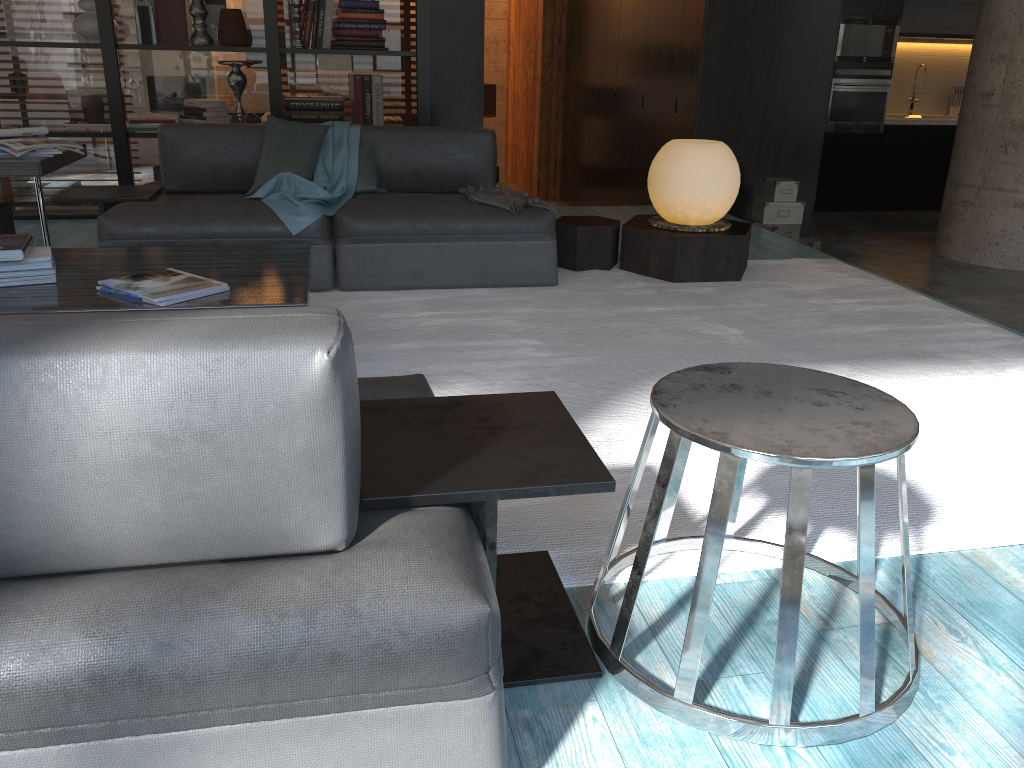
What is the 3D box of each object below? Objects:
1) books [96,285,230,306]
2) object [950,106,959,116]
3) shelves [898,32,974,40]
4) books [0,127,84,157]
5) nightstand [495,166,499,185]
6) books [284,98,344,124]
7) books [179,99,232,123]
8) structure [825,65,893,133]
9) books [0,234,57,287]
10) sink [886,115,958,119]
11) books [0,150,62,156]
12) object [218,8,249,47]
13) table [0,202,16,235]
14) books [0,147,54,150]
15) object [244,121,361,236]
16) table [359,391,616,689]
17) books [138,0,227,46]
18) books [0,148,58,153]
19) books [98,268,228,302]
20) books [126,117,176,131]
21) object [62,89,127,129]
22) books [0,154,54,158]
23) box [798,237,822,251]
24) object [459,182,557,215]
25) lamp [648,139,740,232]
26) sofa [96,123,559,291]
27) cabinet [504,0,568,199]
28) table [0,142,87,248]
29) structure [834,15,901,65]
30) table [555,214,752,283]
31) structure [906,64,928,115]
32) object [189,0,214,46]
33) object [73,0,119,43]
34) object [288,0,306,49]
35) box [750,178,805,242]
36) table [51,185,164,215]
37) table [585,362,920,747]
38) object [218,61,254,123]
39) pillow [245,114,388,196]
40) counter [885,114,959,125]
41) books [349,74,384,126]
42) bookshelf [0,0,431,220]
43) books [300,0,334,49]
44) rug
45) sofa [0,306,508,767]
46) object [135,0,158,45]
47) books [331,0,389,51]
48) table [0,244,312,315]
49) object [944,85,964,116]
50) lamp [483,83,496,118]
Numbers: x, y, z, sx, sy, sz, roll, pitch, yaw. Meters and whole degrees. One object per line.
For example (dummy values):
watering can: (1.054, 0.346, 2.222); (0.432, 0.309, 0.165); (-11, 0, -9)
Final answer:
books: (-1.094, -0.301, 2.785); (0.318, 0.011, 0.252); (14, 24, 30)
object: (5.081, -3.138, 10.189); (0.092, 0.117, 0.092); (12, 23, 25)
shelves: (5.886, -3.923, 10.097); (4.362, 0.043, 0.403); (-3, 21, -11)
books: (-2.135, -1.068, 3.932); (0.273, 0.109, 0.322); (12, 23, 26)
nightstand: (-0.504, -2.480, 10.596); (0.617, 0.230, 0.711); (8, 21, 17)
books: (-1.335, -1.822, 5.995); (0.393, 0.197, 0.274); (-3, 21, -11)
books: (-1.998, -1.756, 5.784); (0.306, 0.188, 0.257); (20, 27, 40)
structure: (3.509, -3.004, 9.332); (0.664, 0.651, 0.649); (-3, 21, -11)
books: (-1.662, -0.401, 2.868); (0.322, 0.116, 0.279); (-9, 23, -25)
sink: (4.603, -2.929, 9.941); (0.890, 0.134, 0.458); (-3, 21, -11)
books: (-2.187, -1.029, 3.922); (0.318, 0.011, 0.252); (-12, 24, -33)
object: (-1.806, -2.299, 5.733); (0.190, 0.230, 0.189); (14, 24, 31)
table: (-2.436, -0.630, 4.005); (0.365, 0.340, 0.316); (-16, 26, -39)
books: (-2.213, -1.052, 3.919); (0.318, 0.011, 0.252); (-10, 23, -28)
object: (-0.944, -1.034, 4.312); (0.444, 0.438, 0.985); (7, 21, 14)
table: (-0.078, 0.278, 1.668); (0.413, 0.390, 0.420); (-3, 21, -11)
books: (-2.141, -2.362, 5.769); (0.547, 0.299, 0.147); (-3, 21, -11)
books: (-2.205, -1.041, 3.923); (0.318, 0.011, 0.252); (-12, 24, -33)
books: (-1.097, -0.314, 2.789); (0.318, 0.011, 0.252); (16, 25, 35)
books: (-2.322, -1.679, 5.728); (0.319, 0.068, 0.231); (-6, 22, -19)
object: (-2.716, -1.788, 5.759); (0.335, 0.231, 0.284); (-3, 21, -11)
books: (-2.203, -1.018, 3.922); (0.318, 0.011, 0.252); (-8, 22, -24)
box: (2.111, -0.973, 6.415); (0.187, 0.140, 0.172); (18, 26, 38)
object: (-0.021, -0.866, 4.311); (0.429, 0.185, 0.433); (-4, 21, -15)
lamp: (0.923, -1.022, 4.517); (0.462, 0.417, 0.462); (7, 21, 15)
sofa: (-0.871, -0.914, 4.384); (2.063, 0.680, 1.019); (-3, 21, -11)
cabinet: (0.254, -3.806, 10.220); (0.267, 3.018, 1.907); (-3, 21, -11)
table: (-2.486, -0.804, 4.162); (0.800, 0.570, 0.800); (-3, 21, -11)
structure: (3.513, -3.550, 9.178); (0.659, 0.450, 0.612); (-3, 21, -11)
table: (0.746, -0.711, 4.599); (1.044, 0.230, 0.616); (-3, 21, -11)
structure: (4.588, -3.303, 9.964); (0.125, 0.559, 0.269); (-3, 21, -11)
object: (-1.991, -2.385, 5.636); (0.192, 0.447, 0.191); (16, 25, 33)
object: (-2.620, -2.362, 5.548); (0.265, 0.432, 0.265); (14, 24, 30)
object: (-1.358, -2.275, 5.587); (0.099, 0.301, 0.099); (-5, 21, -16)
box: (1.823, -1.181, 6.090); (0.331, 0.441, 0.280); (-7, 22, -21)
table: (-1.896, -0.724, 4.245); (0.413, 0.390, 0.420); (-3, 21, -11)
table: (0.458, 0.255, 1.635); (0.620, 0.472, 0.620); (-2, 21, -8)
object: (-1.735, -1.821, 5.632); (0.218, 0.433, 0.218); (-6, 22, -18)
pillow: (-0.931, -1.078, 4.256); (0.670, 0.393, 0.320); (0, 20, -5)
counter: (5.921, -2.965, 10.153); (4.360, 0.142, 1.000); (-3, 21, -11)
books: (-0.986, -1.907, 6.010); (0.191, 0.362, 0.277); (-5, 21, -16)
bookshelf: (-1.997, -2.368, 5.545); (2.900, 2.571, 0.628); (-3, 21, -11)
books: (-1.279, -2.362, 5.750); (0.256, 0.354, 0.216); (-3, 21, -11)
rug: (-1.712, -0.025, 2.901); (7.768, 0.032, 2.954); (-3, 21, -11)
sofa: (-1.096, 0.180, 1.421); (2.063, 0.680, 1.019); (-3, 21, -11)
object: (-2.322, -2.357, 5.608); (0.121, 0.395, 0.062); (-2, 21, -9)
books: (-1.019, -2.388, 5.909); (0.378, 0.303, 0.303); (-2, 21, -10)
table: (-1.447, -0.219, 3.006); (1.500, 0.309, 0.900); (-3, 21, -11)
object: (5.161, -3.280, 10.263); (0.291, 0.336, 0.060); (-5, 21, -17)
lamp: (-0.487, -3.033, 10.408); (0.591, 0.933, 0.591); (-6, 22, -18)
